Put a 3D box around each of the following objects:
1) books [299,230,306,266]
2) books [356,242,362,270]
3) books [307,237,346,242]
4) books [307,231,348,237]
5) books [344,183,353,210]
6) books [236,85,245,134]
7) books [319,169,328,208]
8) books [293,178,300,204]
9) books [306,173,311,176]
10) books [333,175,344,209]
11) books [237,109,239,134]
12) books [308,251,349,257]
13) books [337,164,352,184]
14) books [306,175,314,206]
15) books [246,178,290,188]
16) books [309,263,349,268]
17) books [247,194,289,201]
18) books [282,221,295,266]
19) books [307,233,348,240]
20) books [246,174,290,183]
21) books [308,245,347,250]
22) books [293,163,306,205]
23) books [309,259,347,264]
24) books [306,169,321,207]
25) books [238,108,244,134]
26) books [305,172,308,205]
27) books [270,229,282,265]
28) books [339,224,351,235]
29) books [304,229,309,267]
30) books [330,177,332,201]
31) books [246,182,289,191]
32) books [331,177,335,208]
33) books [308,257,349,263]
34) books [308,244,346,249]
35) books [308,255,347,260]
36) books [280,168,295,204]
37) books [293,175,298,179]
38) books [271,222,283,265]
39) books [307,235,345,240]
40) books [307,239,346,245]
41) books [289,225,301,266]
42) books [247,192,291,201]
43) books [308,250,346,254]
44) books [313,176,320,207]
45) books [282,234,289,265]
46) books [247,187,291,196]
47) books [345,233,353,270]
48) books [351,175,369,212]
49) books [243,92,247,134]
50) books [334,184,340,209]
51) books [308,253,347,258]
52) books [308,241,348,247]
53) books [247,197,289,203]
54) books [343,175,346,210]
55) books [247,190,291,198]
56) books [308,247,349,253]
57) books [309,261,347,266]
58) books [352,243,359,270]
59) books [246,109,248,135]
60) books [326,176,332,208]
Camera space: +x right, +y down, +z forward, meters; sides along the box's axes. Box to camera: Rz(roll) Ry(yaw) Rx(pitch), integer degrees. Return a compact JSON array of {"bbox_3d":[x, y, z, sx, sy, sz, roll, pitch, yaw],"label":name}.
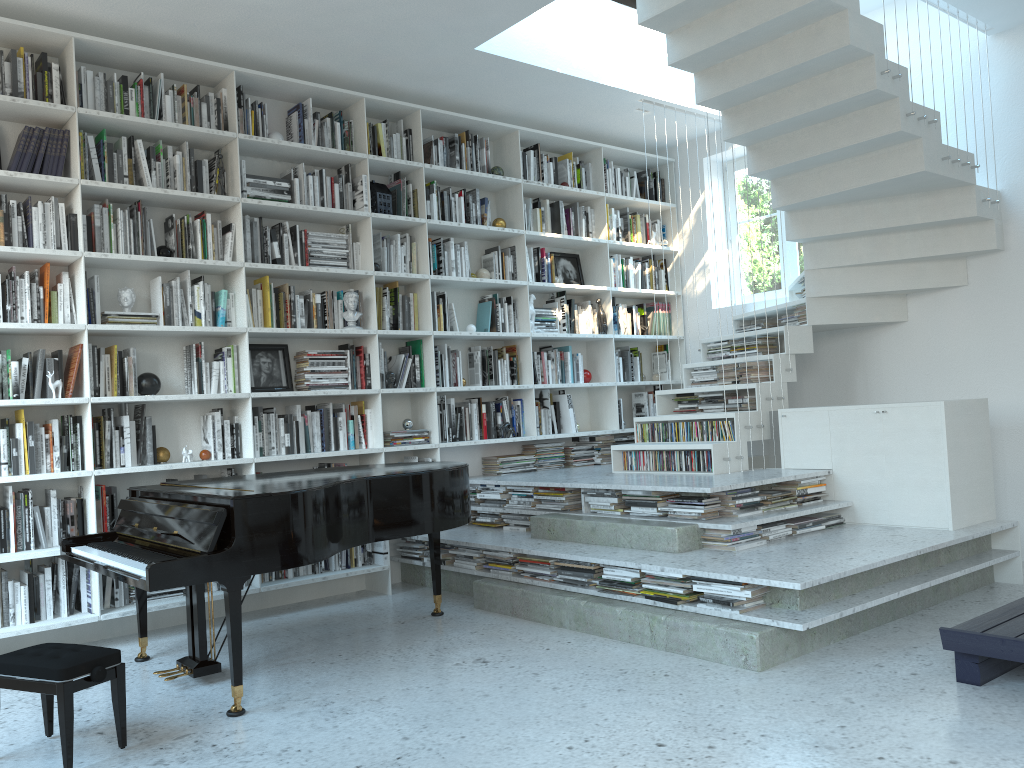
[{"bbox_3d":[-1.311,-0.804,5.426,0.015,0.245,0.183,-2,-2,-39],"label":"books"},{"bbox_3d":[-1.017,-0.791,5.683,0.030,0.205,0.158,-2,-2,-39],"label":"books"},{"bbox_3d":[-1.190,-0.886,5.543,0.254,0.012,0.161,-2,-3,-37],"label":"books"},{"bbox_3d":[-1.193,-0.923,5.544,0.285,0.012,0.159,-2,-3,-37],"label":"books"},{"bbox_3d":[-1.072,-1.156,5.640,0.029,0.202,0.191,-2,-2,-39],"label":"books"},{"bbox_3d":[-1.622,-1.576,5.246,0.014,0.341,0.145,-2,-2,-39],"label":"books"},{"bbox_3d":[-1.210,-1.185,5.537,0.023,0.269,0.185,-2,-2,-39],"label":"books"},{"bbox_3d":[-1.350,-1.141,5.415,0.025,0.187,0.193,-2,-2,-39],"label":"books"},{"bbox_3d":[-1.274,-1.171,5.497,0.012,0.244,0.131,-2,-2,-39],"label":"books"},{"bbox_3d":[-1.118,-1.178,5.602,0.032,0.248,0.173,-2,-2,-39],"label":"books"},{"bbox_3d":[-1.652,-1.519,5.216,0.023,0.228,0.157,-2,-2,-39],"label":"books"},{"bbox_3d":[-1.187,-0.800,5.543,0.285,0.012,0.159,-2,-3,-38],"label":"books"},{"bbox_3d":[-1.065,-1.221,5.661,0.012,0.334,0.155,-2,-2,-39],"label":"books"},{"bbox_3d":[-1.280,-1.157,5.475,0.027,0.216,0.190,-2,-2,-39],"label":"books"},{"bbox_3d":[-1.495,-1.188,5.316,0.285,0.024,0.159,-2,-3,-37],"label":"books"},{"bbox_3d":[-1.182,-0.727,5.542,0.285,0.012,0.159,-2,-3,-38],"label":"books"},{"bbox_3d":[-1.490,-1.097,5.311,0.254,0.012,0.161,-1,-3,-42],"label":"books"},{"bbox_3d":[-1.377,-0.825,5.384,0.049,0.291,0.162,-2,-2,-39],"label":"books"},{"bbox_3d":[-1.187,-0.911,5.538,0.285,0.012,0.159,-1,-3,-44],"label":"books"},{"bbox_3d":[-1.500,-1.212,5.321,0.285,0.024,0.159,-2,-3,-39],"label":"books"},{"bbox_3d":[-1.186,-0.836,5.541,0.254,0.012,0.161,-1,-3,-42],"label":"books"},{"bbox_3d":[-1.313,-1.190,5.433,0.011,0.284,0.190,-2,-2,-39],"label":"books"},{"bbox_3d":[-1.184,-0.752,5.542,0.254,0.012,0.161,-2,-3,-40],"label":"books"},{"bbox_3d":[-1.243,-1.185,5.536,0.029,0.273,0.140,-2,-2,-39],"label":"books"},{"bbox_3d":[-1.624,-1.503,5.222,0.026,0.194,0.166,-2,-2,-39],"label":"books"},{"bbox_3d":[-1.309,-1.167,5.455,0.021,0.237,0.171,-2,-2,-39],"label":"books"},{"bbox_3d":[-1.443,-0.796,5.316,0.066,0.236,0.154,-2,-2,-39],"label":"books"},{"bbox_3d":[-1.058,-0.847,5.650,0.012,0.319,0.140,-2,-2,-39],"label":"books"},{"bbox_3d":[-1.293,-0.806,5.426,0.013,0.247,0.176,-2,-2,-39],"label":"books"},{"bbox_3d":[-1.172,-1.167,5.571,0.010,0.230,0.152,-2,-2,-39],"label":"books"},{"bbox_3d":[-1.491,-1.164,5.312,0.254,0.025,0.161,-1,-3,-43],"label":"books"},{"bbox_3d":[-1.159,-1.167,5.573,0.012,0.230,0.158,-2,-2,-39],"label":"books"},{"bbox_3d":[-1.182,-0.764,5.539,0.285,0.012,0.159,-1,-3,-42],"label":"books"},{"bbox_3d":[-1.188,-0.848,5.543,0.254,0.012,0.161,-2,-3,-37],"label":"books"},{"bbox_3d":[-1.184,-0.776,5.541,0.254,0.012,0.161,-2,-3,-37],"label":"books"},{"bbox_3d":[-1.369,-1.173,5.407,0.012,0.254,0.161,-2,-2,-39],"label":"books"},{"bbox_3d":[-1.351,-1.157,5.453,0.024,0.223,0.128,-2,-2,-39],"label":"books"},{"bbox_3d":[-1.419,-0.820,5.355,0.022,0.285,0.131,-2,-2,-39],"label":"books"},{"bbox_3d":[-1.194,-0.898,5.547,0.254,0.012,0.161,-2,-3,-39],"label":"books"},{"bbox_3d":[-1.185,-0.873,5.538,0.254,0.012,0.161,-2,-2,-34],"label":"books"},{"bbox_3d":[-1.340,-0.815,5.395,0.021,0.269,0.191,-2,-2,-39],"label":"books"},{"bbox_3d":[-1.490,-1.109,5.312,0.285,0.012,0.159,-1,-3,-42],"label":"books"},{"bbox_3d":[-1.187,-0.812,5.543,0.254,0.012,0.161,-2,-3,-38],"label":"books"},{"bbox_3d":[-1.252,-1.159,5.502,0.028,0.219,0.183,-2,-2,-39],"label":"books"},{"bbox_3d":[-1.395,-0.787,5.363,0.024,0.216,0.148,-2,-2,-39],"label":"books"},{"bbox_3d":[-1.488,-1.139,5.310,0.285,0.024,0.159,-2,-2,-34],"label":"books"},{"bbox_3d":[-1.056,-0.816,5.630,0.012,0.254,0.161,-2,-2,-39],"label":"books"},{"bbox_3d":[-0.995,-1.178,5.632,0.037,0.237,0.272,-2,-2,-39],"label":"books"},{"bbox_3d":[-1.607,-1.554,5.249,0.010,0.296,0.153,-2,-2,-39],"label":"books"},{"bbox_3d":[-1.140,-1.147,5.582,0.029,0.188,0.176,-2,-2,-39],"label":"books"},{"bbox_3d":[-1.184,-0.788,5.541,0.254,0.012,0.161,-1,-3,-41],"label":"books"},{"bbox_3d":[-1.190,-0.860,5.545,0.285,0.012,0.159,-2,-3,-40],"label":"books"},{"bbox_3d":[-1.487,-1.085,5.308,0.254,0.012,0.161,-2,-2,-34],"label":"books"},{"bbox_3d":[-1.105,-1.184,5.633,0.029,0.261,0.133,-2,-2,-39],"label":"books"},{"bbox_3d":[-1.493,-1.121,5.314,0.285,0.012,0.159,-1,-3,-41],"label":"books"},{"bbox_3d":[-1.185,-0.824,5.540,0.285,0.012,0.159,-2,-3,-36],"label":"books"},{"bbox_3d":[-1.184,-0.739,5.544,0.254,0.012,0.161,-2,-3,-39],"label":"books"},{"bbox_3d":[-1.037,-0.788,5.660,0.029,0.198,0.172,-2,-2,-39],"label":"books"},{"bbox_3d":[-1.604,-1.508,5.264,0.011,0.205,0.145,-2,-2,-39],"label":"books"},{"bbox_3d":[-1.186,-1.163,5.544,0.023,0.223,0.190,-2,-2,-39],"label":"books"}]
